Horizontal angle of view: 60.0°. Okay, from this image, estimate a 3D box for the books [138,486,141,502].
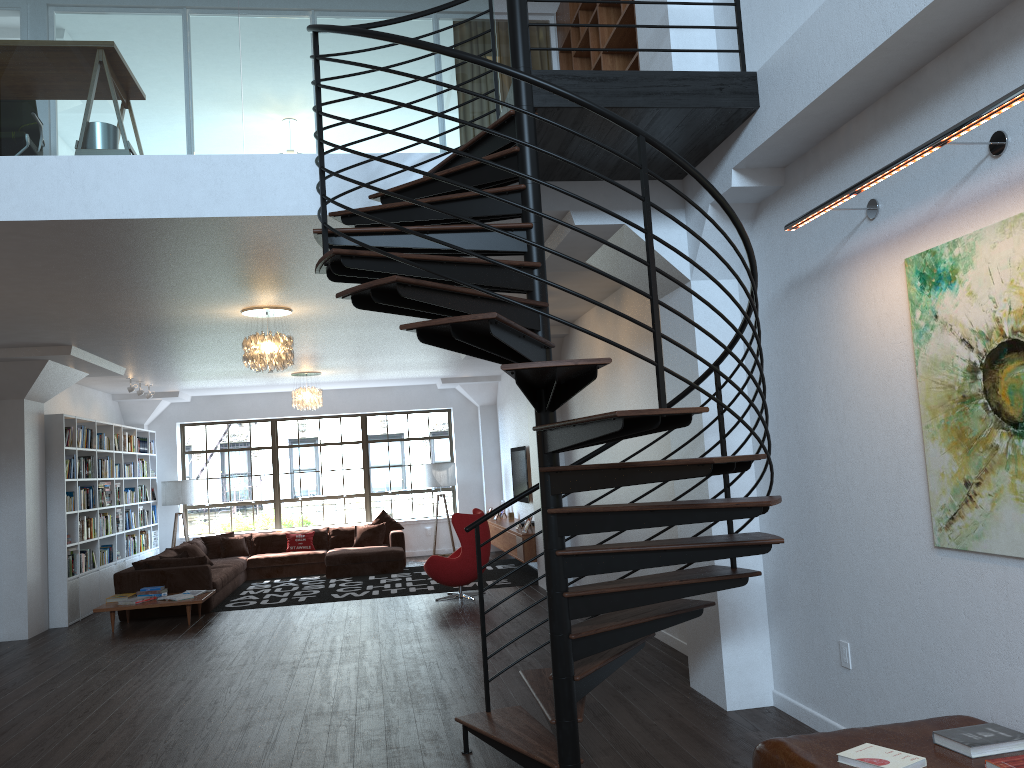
[{"bbox_3d":[-5.759,1.687,13.517,0.174,0.240,0.054,-3,-5,-9],"label":"books"}]

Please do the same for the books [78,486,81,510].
[{"bbox_3d":[-5.313,1.385,10.713,0.176,0.290,0.053,-3,-5,-9],"label":"books"}]

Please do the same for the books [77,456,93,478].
[{"bbox_3d":[-5.440,1.065,11.269,0.198,0.284,0.049,-3,-5,-9],"label":"books"}]

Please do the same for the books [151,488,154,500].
[{"bbox_3d":[-5.897,1.784,14.326,0.167,0.210,0.162,-3,-5,-9],"label":"books"}]

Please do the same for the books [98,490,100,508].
[{"bbox_3d":[-5.432,1.494,11.489,0.161,0.223,0.032,-3,-5,-9],"label":"books"}]

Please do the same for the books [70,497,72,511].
[{"bbox_3d":[-5.241,1.418,10.435,0.120,0.167,0.020,-3,-5,-9],"label":"books"}]

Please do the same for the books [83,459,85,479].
[{"bbox_3d":[-5.379,1.054,10.975,0.171,0.246,0.039,-3,-5,-9],"label":"books"}]

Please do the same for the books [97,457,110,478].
[{"bbox_3d":[-5.538,1.131,11.980,0.176,0.290,0.053,-3,-5,-9],"label":"books"}]

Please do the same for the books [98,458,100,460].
[{"bbox_3d":[-5.492,1.111,11.610,0.180,0.259,0.060,-3,-5,-9],"label":"books"}]

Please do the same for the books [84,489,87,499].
[{"bbox_3d":[-5.374,1.432,10.995,0.182,0.253,0.034,-3,-5,-9],"label":"books"}]

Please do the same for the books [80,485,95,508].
[{"bbox_3d":[-5.401,1.439,11.266,0.176,0.294,0.102,-3,-5,-9],"label":"books"}]

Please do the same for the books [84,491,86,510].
[{"bbox_3d":[-5.333,1.437,10.904,0.161,0.223,0.027,-3,-5,-9],"label":"books"}]

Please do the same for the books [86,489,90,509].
[{"bbox_3d":[-5.357,1.434,11.032,0.182,0.253,0.034,-3,-5,-9],"label":"books"}]

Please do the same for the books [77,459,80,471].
[{"bbox_3d":[-5.339,1.035,10.723,0.174,0.236,0.142,-3,-5,-9],"label":"books"}]

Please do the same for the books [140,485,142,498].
[{"bbox_3d":[-5.787,1.692,13.627,0.183,0.253,0.042,-3,-5,-9],"label":"books"}]

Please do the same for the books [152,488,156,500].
[{"bbox_3d":[-5.903,1.789,14.416,0.182,0.215,0.188,-3,-5,-9],"label":"books"}]

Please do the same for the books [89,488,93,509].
[{"bbox_3d":[-5.384,1.448,11.169,0.182,0.253,0.034,-3,-5,-9],"label":"books"}]

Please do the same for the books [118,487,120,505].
[{"bbox_3d":[-5.589,1.573,12.402,0.183,0.253,0.039,-3,-5,-9],"label":"books"}]

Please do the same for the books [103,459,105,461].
[{"bbox_3d":[-5.509,1.134,11.812,0.159,0.250,0.026,-3,-5,-9],"label":"books"}]

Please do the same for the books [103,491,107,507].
[{"bbox_3d":[-5.473,1.530,11.761,0.161,0.207,0.135,-3,-5,-10],"label":"books"}]

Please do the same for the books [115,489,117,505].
[{"bbox_3d":[-5.556,1.572,12.259,0.161,0.223,0.030,-3,-5,-9],"label":"books"}]

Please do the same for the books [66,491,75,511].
[{"bbox_3d":[-5.267,1.395,10.520,0.140,0.231,0.042,-3,-5,-9],"label":"books"}]

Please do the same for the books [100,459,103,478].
[{"bbox_3d":[-5.478,1.117,11.660,0.182,0.253,0.034,-3,-5,-9],"label":"books"}]

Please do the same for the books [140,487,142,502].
[{"bbox_3d":[-5.766,1.703,13.592,0.161,0.223,0.032,-3,-5,-9],"label":"books"}]

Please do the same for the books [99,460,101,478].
[{"bbox_3d":[-5.460,1.114,11.561,0.174,0.239,0.045,-3,-5,-9],"label":"books"}]

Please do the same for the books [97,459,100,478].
[{"bbox_3d":[-5.445,1.100,11.490,0.182,0.253,0.034,-3,-5,-9],"label":"books"}]

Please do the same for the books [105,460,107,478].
[{"bbox_3d":[-5.514,1.140,11.853,0.170,0.245,0.057,-3,-5,-9],"label":"books"}]

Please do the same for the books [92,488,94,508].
[{"bbox_3d":[-5.379,1.451,11.204,0.182,0.253,0.034,-3,-5,-9],"label":"books"}]

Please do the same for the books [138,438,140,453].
[{"bbox_3d":[-5.809,0.953,13.619,0.161,0.223,0.032,-3,-5,-9],"label":"books"}]

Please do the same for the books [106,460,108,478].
[{"bbox_3d":[-5.518,1.148,11.904,0.174,0.239,0.045,-3,-5,-9],"label":"books"}]

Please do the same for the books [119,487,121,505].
[{"bbox_3d":[-5.596,1.581,12.470,0.171,0.246,0.036,-3,-5,-9],"label":"books"}]

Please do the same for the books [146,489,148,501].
[{"bbox_3d":[-5.836,1.733,13.950,0.174,0.236,0.142,-3,-5,-10],"label":"books"}]

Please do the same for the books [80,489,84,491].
[{"bbox_3d":[-5.338,1.421,10.878,0.159,0.250,0.026,-3,-5,-9],"label":"books"}]

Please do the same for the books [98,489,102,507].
[{"bbox_3d":[-5.438,1.490,11.533,0.174,0.240,0.054,-3,-5,-9],"label":"books"}]

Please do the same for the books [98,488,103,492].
[{"bbox_3d":[-5.466,1.495,11.642,0.183,0.253,0.042,-3,-5,-9],"label":"books"}]

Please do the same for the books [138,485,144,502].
[{"bbox_3d":[-5.813,1.704,13.777,0.180,0.259,0.042,-3,-5,-9],"label":"books"}]

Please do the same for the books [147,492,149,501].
[{"bbox_3d":[-5.836,1.753,14.006,0.161,0.207,0.135,-3,-5,-10],"label":"books"}]

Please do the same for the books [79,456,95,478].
[{"bbox_3d":[-5.432,1.066,11.323,0.176,0.291,0.053,-3,-5,-9],"label":"books"}]

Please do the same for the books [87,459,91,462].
[{"bbox_3d":[-5.424,1.078,11.230,0.160,0.251,0.031,-3,-5,-9],"label":"books"}]

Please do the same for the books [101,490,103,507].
[{"bbox_3d":[-5.445,1.506,11.607,0.161,0.223,0.032,-3,-5,-9],"label":"books"}]

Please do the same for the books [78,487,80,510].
[{"bbox_3d":[-5.308,1.382,10.652,0.197,0.283,0.065,-3,-5,-9],"label":"books"}]

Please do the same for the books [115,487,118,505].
[{"bbox_3d":[-5.563,1.561,12.301,0.174,0.251,0.051,-3,-5,-9],"label":"books"}]

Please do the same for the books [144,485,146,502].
[{"bbox_3d":[-5.821,1.715,13.862,0.183,0.253,0.042,-3,-5,-9],"label":"books"}]

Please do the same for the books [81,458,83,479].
[{"bbox_3d":[-5.372,1.040,10.897,0.180,0.259,0.042,-3,-5,-9],"label":"books"}]

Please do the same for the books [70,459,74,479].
[{"bbox_3d":[-5.284,1.006,10.471,0.174,0.242,0.105,-3,-5,-9],"label":"books"}]

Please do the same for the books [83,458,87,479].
[{"bbox_3d":[-5.395,1.058,11.046,0.183,0.253,0.042,-3,-5,-9],"label":"books"}]

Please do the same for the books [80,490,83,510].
[{"bbox_3d":[-5.318,1.417,10.787,0.174,0.239,0.045,-3,-5,-9],"label":"books"}]

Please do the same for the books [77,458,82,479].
[{"bbox_3d":[-5.353,1.035,10.812,0.183,0.253,0.042,-3,-5,-9],"label":"books"}]

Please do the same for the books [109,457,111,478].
[{"bbox_3d":[-5.551,1.140,12.039,0.197,0.283,0.065,-3,-5,-9],"label":"books"}]

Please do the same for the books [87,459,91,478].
[{"bbox_3d":[-5.402,1.075,11.158,0.174,0.240,0.054,-3,-5,-9],"label":"books"}]

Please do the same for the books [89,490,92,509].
[{"bbox_3d":[-5.371,1.451,11.131,0.174,0.239,0.045,-3,-5,-9],"label":"books"}]
